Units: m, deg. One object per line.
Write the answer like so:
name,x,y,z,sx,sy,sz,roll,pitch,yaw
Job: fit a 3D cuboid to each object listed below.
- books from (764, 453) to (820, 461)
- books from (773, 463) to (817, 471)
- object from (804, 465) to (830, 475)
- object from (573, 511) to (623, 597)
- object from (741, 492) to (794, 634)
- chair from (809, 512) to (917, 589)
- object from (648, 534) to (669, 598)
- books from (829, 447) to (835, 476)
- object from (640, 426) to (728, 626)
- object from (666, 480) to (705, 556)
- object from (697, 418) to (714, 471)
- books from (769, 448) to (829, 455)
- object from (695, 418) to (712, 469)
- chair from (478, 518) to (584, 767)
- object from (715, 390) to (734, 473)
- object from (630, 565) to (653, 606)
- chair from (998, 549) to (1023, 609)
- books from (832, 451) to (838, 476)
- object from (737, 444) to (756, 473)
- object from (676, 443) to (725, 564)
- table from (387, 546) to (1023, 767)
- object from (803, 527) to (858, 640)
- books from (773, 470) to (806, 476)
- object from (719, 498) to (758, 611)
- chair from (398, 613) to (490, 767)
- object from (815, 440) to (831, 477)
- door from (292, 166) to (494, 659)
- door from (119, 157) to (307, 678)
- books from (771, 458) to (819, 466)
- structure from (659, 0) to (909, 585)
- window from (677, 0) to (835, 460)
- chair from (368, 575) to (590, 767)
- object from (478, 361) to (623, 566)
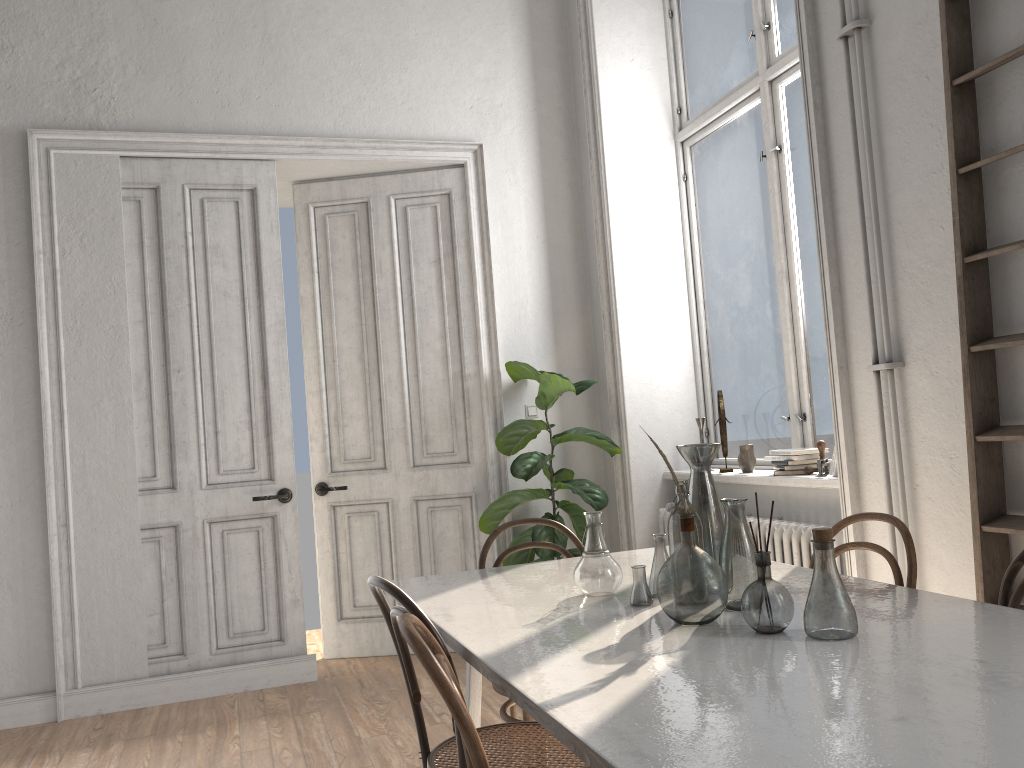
books,1.288,0.336,4.071,0.155,0.020,0.205,-3,-4,-28
books,1.302,0.378,4.077,0.155,0.022,0.205,-4,-3,2
object,1.364,0.373,3.904,0.153,0.048,0.088,-6,-3,22
object,0.226,0.455,2.379,0.132,0.219,0.132,-3,-3,-29
object,0.522,0.371,1.841,0.106,0.283,0.107,-3,-3,-23
chair,0.851,0.843,2.446,0.549,0.920,0.438,-3,-3,-20
object,0.388,0.469,2.296,0.083,0.158,0.083,-3,-3,-22
books,1.424,0.285,3.746,0.155,0.194,0.105,-3,-3,-19
object,0.389,0.307,1.980,0.157,0.446,0.157,-4,-3,0
object,0.426,0.386,2.167,0.086,0.301,0.086,-3,-3,-32
object,1.032,0.328,4.788,0.095,0.288,0.095,-5,-3,4
books,1.311,0.308,4.060,0.174,0.019,0.244,-4,-3,-8
object,1.051,0.333,4.917,0.095,0.288,0.095,-5,-3,13
chair,0.142,0.923,2.918,0.438,0.920,0.549,-4,-3,-10
object,1.105,0.244,4.617,0.087,0.425,0.347,-5,-3,14
object,0.319,0.501,2.207,0.058,0.094,0.058,-5,-3,10
chair,1.102,0.795,1.927,0.549,0.920,0.438,-4,-3,-11
books,1.431,0.263,3.709,0.174,0.235,0.100,-3,-3,-18
object,1.171,0.370,4.427,0.102,0.142,0.100,-2,-4,-43
object,0.499,0.347,2.297,0.116,0.382,0.116,-4,-3,-7
table,0.469,0.917,1.996,1.100,0.779,2.201,-3,-3,-18
object,0.627,0.394,1.767,0.101,0.211,0.101,-5,-3,21
books,1.306,0.401,4.083,0.147,0.023,0.221,-6,-4,31
object,0.532,0.397,2.081,0.100,0.255,0.098,-2,-4,-41
chair,0.103,0.853,1.594,0.549,0.920,0.438,-4,-3,-7
object,1.333,0.319,3.808,0.048,0.153,0.088,-7,-4,42
door,-0.669,0.156,5.180,1.097,2.813,0.216,-5,-3,7
door,-1.721,0.207,4.660,1.097,2.813,0.216,-4,-3,-17
books,1.300,0.356,4.076,0.147,0.023,0.221,-4,-3,-2
structure,1.489,-0.985,2.519,0.340,4.472,5.185,-3,-3,-18
window,1.314,-1.048,4.350,0.013,2.842,1.623,-3,-3,-18
chair,-0.043,0.895,2.161,0.549,0.920,0.438,-3,-3,-23
object,0.778,0.378,2.328,0.792,1.841,5.830,-4,-3,-13
